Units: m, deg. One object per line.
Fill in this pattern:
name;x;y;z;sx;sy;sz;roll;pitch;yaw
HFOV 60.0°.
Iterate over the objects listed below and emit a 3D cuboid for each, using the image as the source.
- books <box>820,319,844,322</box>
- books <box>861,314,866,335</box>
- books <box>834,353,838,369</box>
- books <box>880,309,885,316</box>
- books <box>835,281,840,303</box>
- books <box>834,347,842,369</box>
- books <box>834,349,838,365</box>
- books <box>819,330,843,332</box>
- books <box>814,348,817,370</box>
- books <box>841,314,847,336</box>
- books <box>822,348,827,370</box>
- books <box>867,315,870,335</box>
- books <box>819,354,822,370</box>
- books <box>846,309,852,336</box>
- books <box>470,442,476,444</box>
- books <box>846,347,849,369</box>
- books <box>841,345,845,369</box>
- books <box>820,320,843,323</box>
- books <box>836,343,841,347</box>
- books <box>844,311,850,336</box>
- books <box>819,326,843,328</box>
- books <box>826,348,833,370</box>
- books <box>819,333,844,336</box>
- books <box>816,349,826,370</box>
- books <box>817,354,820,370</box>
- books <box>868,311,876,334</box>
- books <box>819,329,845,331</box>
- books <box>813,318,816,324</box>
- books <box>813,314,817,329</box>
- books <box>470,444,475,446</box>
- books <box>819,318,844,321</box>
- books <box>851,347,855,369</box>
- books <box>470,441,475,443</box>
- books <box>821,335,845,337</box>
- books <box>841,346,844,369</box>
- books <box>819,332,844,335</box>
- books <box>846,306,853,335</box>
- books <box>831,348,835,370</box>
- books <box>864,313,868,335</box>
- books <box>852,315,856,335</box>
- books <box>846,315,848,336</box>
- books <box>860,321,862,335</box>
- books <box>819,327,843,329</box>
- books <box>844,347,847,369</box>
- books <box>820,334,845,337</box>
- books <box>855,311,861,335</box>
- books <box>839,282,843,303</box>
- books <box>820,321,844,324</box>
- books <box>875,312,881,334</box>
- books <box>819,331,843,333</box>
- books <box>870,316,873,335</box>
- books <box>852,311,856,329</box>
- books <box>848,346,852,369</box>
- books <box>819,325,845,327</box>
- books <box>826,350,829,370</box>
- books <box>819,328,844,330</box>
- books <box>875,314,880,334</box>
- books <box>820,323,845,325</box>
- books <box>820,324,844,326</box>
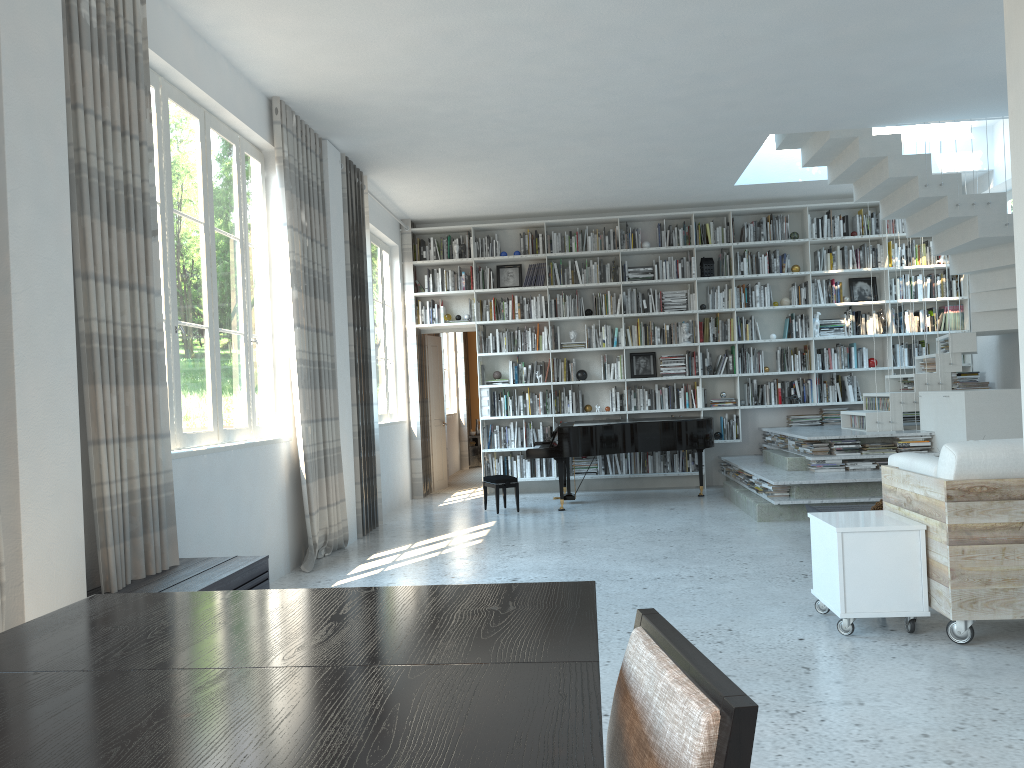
books;3.604;-0.715;10.068;0.285;0.012;0.159;-3;-1;3
books;3.957;-0.664;10.034;0.031;0.242;0.147;-3;0;5
books;3.647;-0.252;10.048;0.027;0.181;0.186;-3;-1;5
books;4.207;-0.696;10.031;0.029;0.283;0.138;-3;0;5
books;3.683;-1.026;10.054;0.021;0.253;0.167;-3;0;5
books;3.684;-0.291;10.032;0.028;0.255;0.191;-3;0;5
books;3.666;-0.277;10.056;0.012;0.229;0.179;-3;0;5
books;3.606;-0.594;10.068;0.254;0.012;0.161;-3;-1;7
books;3.441;-0.279;10.086;0.012;0.254;0.161;-3;0;5
books;3.759;-0.661;10.049;0.012;0.254;0.161;-3;0;5
books;3.542;-0.280;10.072;0.024;0.247;0.143;-3;0;5
books;4.019;-0.663;10.046;0.028;0.235;0.129;-3;0;5
books;3.481;-0.245;10.069;0.022;0.184;0.162;-3;0;5
books;3.811;-0.687;10.029;0.011;0.300;0.184;-3;0;5
books;-0.715;0.980;14.653;0.189;0.022;0.133;-2;-1;-34
books;3.779;-0.292;10.032;0.014;0.249;0.177;-3;0;5
books;3.741;-0.301;10.052;0.011;0.272;0.152;-3;0;5
books;3.605;-0.702;10.068;0.254;0.012;0.161;-3;-1;7
books;3.705;-0.313;10.052;0.013;0.299;0.147;-3;0;5
books;3.802;-0.678;10.056;0.012;0.285;0.159;-3;0;5
books;3.607;-0.642;10.061;0.254;0.012;0.161;-3;-1;10
books;3.584;-0.281;10.050;0.045;0.246;0.185;-3;0;5
books;3.607;-0.557;10.063;0.254;0.012;0.161;-3;-1;1
books;3.505;-0.277;10.064;0.047;0.244;0.177;-3;0;5
books;3.459;-0.246;10.073;0.023;0.186;0.159;-3;0;5
books;4.066;-0.684;10.010;0.021;0.271;0.191;-3;0;5
books;3.607;-0.606;10.068;0.285;0.012;0.159;-3;-1;3
books;3.412;-0.629;10.060;0.027;0.221;0.184;-3;0;5
books;3.441;-0.653;10.088;0.028;0.267;0.137;-3;0;5
books;-0.709;1.006;14.653;0.129;0.030;0.182;-3;-1;27
books;3.604;-0.726;10.068;0.285;0.012;0.159;-3;-1;7
books;3.835;-0.292;10.028;0.023;0.244;0.189;-3;0;5
books;-0.714;0.964;14.661;0.133;0.012;0.189;-3;-1;22
books;3.608;-0.533;10.060;0.285;0.012;0.159;-3;-1;0
books;3.717;-0.296;10.034;0.012;0.262;0.186;-3;0;5
books;3.607;-0.569;10.060;0.285;0.012;0.159;-3;-1;10
books;3.821;-0.707;10.027;0.010;0.339;0.180;-3;0;5
books;3.620;-0.279;10.063;0.026;0.239;0.177;-3;0;5
books;3.989;-0.669;10.049;0.031;0.250;0.133;-3;0;5
books;3.843;-0.656;10.033;0.030;0.236;0.179;-3;0;5
books;3.778;-0.658;10.066;0.023;0.247;0.138;-3;0;5
books;3.937;-0.681;10.057;0.010;0.278;0.129;-3;0;5
books;3.606;-0.630;10.072;0.254;0.012;0.161;-3;-1;5
books;3.760;-0.289;10.054;0.026;0.246;0.165;-3;0;5
books;3.608;-0.545;10.063;0.285;0.012;0.159;-3;-1;9
books;3.900;-0.681;10.033;0.059;0.282;0.167;-3;0;5
books;3.706;-1.022;10.042;0.026;0.244;0.178;-3;0;5
books;3.605;-0.690;10.068;0.285;0.012;0.159;-3;-1;7
books;4.131;-0.678;10.022;0.024;0.255;0.145;-3;0;5
books;3.606;-0.581;10.063;0.254;0.012;0.161;-3;-1;9
books;4.046;-0.653;10.036;0.025;0.213;0.155;-3;0;5
books;3.865;-0.679;10.049;0.013;0.280;0.131;-3;0;5
books;3.819;-0.296;10.054;0.012;0.254;0.161;-3;0;5
books;3.607;-0.655;10.065;0.285;0.012;0.159;-3;-1;2
books;3.559;-0.269;10.058;0.011;0.223;0.163;-3;0;5
books;3.606;-0.618;10.061;0.254;0.012;0.161;-3;-1;0
books;4.097;-0.669;10.010;0.041;0.239;0.176;-3;0;5
books;3.605;-0.678;10.060;0.285;0.012;0.159;-3;-1;0
books;3.607;-0.666;10.068;0.285;0.012;0.159;-3;-1;7
